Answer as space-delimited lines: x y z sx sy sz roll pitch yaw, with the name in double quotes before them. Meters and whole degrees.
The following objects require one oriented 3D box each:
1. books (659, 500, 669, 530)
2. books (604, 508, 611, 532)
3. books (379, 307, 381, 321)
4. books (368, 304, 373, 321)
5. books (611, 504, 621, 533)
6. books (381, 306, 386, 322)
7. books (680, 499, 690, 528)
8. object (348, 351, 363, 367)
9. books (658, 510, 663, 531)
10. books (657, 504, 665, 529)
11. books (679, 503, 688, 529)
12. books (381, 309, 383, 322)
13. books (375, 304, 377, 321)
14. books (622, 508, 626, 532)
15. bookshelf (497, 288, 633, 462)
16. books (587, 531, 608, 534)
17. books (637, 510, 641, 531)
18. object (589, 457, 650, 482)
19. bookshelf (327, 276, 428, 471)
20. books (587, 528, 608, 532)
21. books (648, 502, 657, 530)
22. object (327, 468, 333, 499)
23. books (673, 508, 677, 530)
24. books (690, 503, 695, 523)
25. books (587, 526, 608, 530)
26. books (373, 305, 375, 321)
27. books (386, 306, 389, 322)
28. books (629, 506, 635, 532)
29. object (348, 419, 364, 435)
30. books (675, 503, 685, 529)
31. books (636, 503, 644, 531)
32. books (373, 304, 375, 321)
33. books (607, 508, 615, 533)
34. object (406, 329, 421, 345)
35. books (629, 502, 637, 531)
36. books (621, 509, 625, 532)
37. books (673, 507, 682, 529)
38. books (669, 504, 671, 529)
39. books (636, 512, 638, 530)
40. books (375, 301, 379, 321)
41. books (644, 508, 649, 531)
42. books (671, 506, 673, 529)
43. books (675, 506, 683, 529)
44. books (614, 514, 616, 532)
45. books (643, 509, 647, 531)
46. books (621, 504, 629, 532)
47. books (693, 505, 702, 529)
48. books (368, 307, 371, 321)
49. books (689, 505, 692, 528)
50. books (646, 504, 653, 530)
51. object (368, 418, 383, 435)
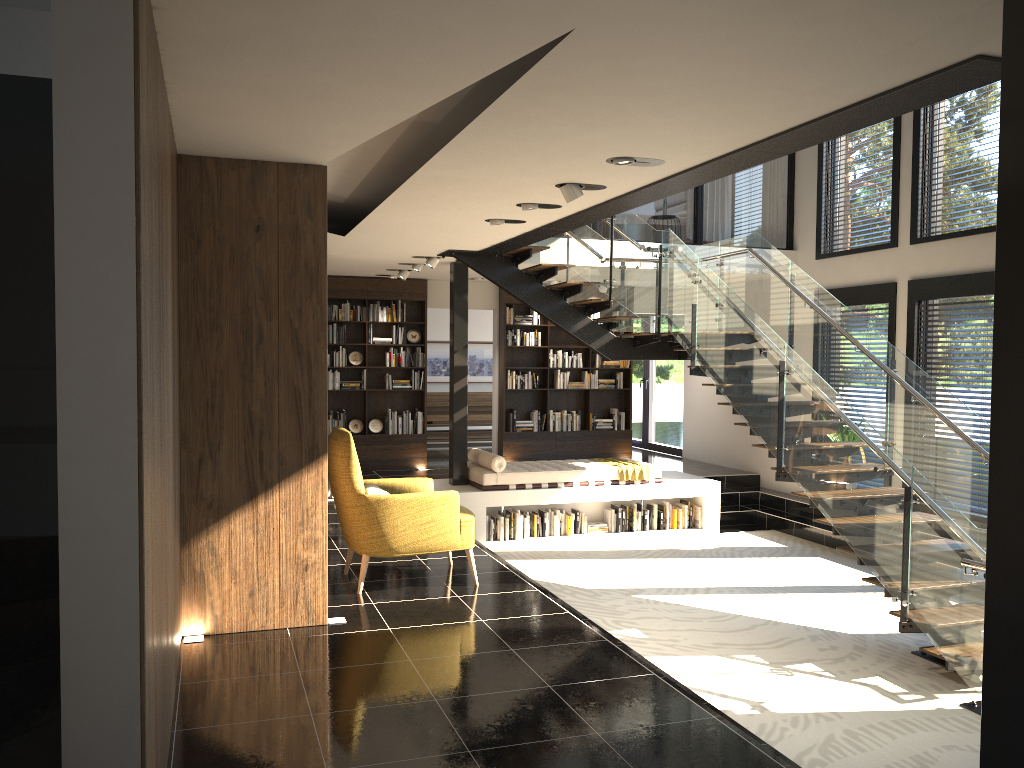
"books" 1.857 1.595 10.818 0.028 0.334 0.205 0 2 -19
"books" 1.145 1.632 10.621 0.026 0.263 0.156 0 2 -19
"books" -1.866 -0.975 12.432 0.027 0.208 0.203 0 2 -19
"books" -1.976 -0.988 12.374 0.033 0.237 0.231 0 2 -19
"books" 1.244 1.606 10.611 0.043 0.317 0.209 0 2 -19
"books" -1.803 -0.977 12.444 0.034 0.212 0.205 0 2 -19
"books" 2.124 1.597 10.924 0.042 0.329 0.205 0 2 -19
"object" -2.171 -0.350 12.327 0.212 0.222 0.082 0 2 -19
"books" 1.770 1.648 10.789 0.032 0.229 0.228 0 2 -19
"books" 1.821 1.619 10.841 0.026 0.284 0.177 0 2 -19
"books" 2.095 1.619 10.900 0.028 0.285 0.210 0 2 -19
"books" -1.837 -0.957 12.439 0.034 0.171 0.158 0 2 -19
"books" -1.917 -0.991 12.389 0.035 0.241 0.208 0 2 -19
"books" 1.329 1.629 10.657 0.029 0.268 0.146 0 2 -19
"bookshelf" 0.821 -0.138 13.357 2.090 2.684 0.273 0 3 -19
"books" 0.992 1.752 10.565 0.257 0.024 0.167 0 2 -19
"books" 1.514 1.647 10.726 0.028 0.231 0.158 0 2 -19
"object" 1.281 1.203 11.039 0.466 0.510 1.166 0 2 -19
"bookshelf" -2.046 -0.133 12.390 1.703 2.684 0.273 0 3 -19
"books" 0.993 1.728 10.564 0.261 0.024 0.167 0 2 -22
"books" 1.708 1.606 10.785 0.027 0.312 0.189 0 2 -19
"object" -1.958 1.037 9.998 0.262 0.484 0.262 0 2 -19
"books" 1.951 1.638 10.838 0.025 0.249 0.208 0 2 -19
"books" 2.209 1.617 10.961 0.043 0.287 0.147 0 2 -18
"books" 0.991 1.703 10.568 0.274 0.025 0.156 0 2 -22
"books" -1.947 -0.985 12.363 0.014 0.231 0.280 0 2 -19
"books" -1.772 -0.983 12.471 0.042 0.223 0.163 0 2 -19
"books" 1.421 1.620 10.661 0.026 0.287 0.204 0 2 -19
"object" -2.172 0.596 12.348 0.212 0.222 0.082 0 2 -19
"books" 2.057 1.619 10.908 0.039 0.284 0.199 0 2 -19
"books" 1.544 1.604 10.730 0.033 0.318 0.152 0 2 -19
"books" -1.933 -0.989 12.363 0.013 0.239 0.255 0 2 -19
"books" 1.180 1.627 10.603 0.030 0.273 0.168 0 2 -19
"object" -1.391 -0.667 12.557 0.212 0.222 0.082 0 2 -19
"books" 1.459 1.599 10.717 0.029 0.326 0.152 0 2 -19
"books" 1.304 1.629 10.640 0.029 0.268 0.173 0 2 -19
"books" 2.018 1.640 10.861 0.024 0.246 0.211 0 2 -19
"books" 1.898 1.611 10.846 0.021 0.302 0.167 0 2 -19
"books" 1.482 1.649 10.735 0.026 0.226 0.132 0 2 -19
"books" -1.880 -1.007 12.353 0.011 0.276 0.287 0 2 -19
"books" 1.607 1.635 10.736 0.019 0.256 0.186 0 2 -19
"books" 1.921 1.619 10.851 0.025 0.285 0.164 0 2 -19
"books" 2.037 1.638 10.873 0.021 0.248 0.197 0 2 -19
"books" 1.201 1.650 10.628 0.027 0.226 0.165 0 2 -19
"books" 1.581 1.636 10.727 0.036 0.253 0.177 0 2 -19
"books" 1.358 1.610 10.670 0.035 0.305 0.151 0 2 -19
"books" 2.259 1.630 10.939 0.037 0.264 0.272 0 2 -19
"books" -1.998 -0.972 12.355 0.021 0.204 0.224 0 2 -19
"books" 2.161 1.625 10.926 0.030 0.273 0.185 0 2 -19
"books" 1.659 1.615 10.784 0.066 0.294 0.142 0 2 -19
"object" -1.910 0.596 12.431 0.212 0.222 0.082 0 2 -19
